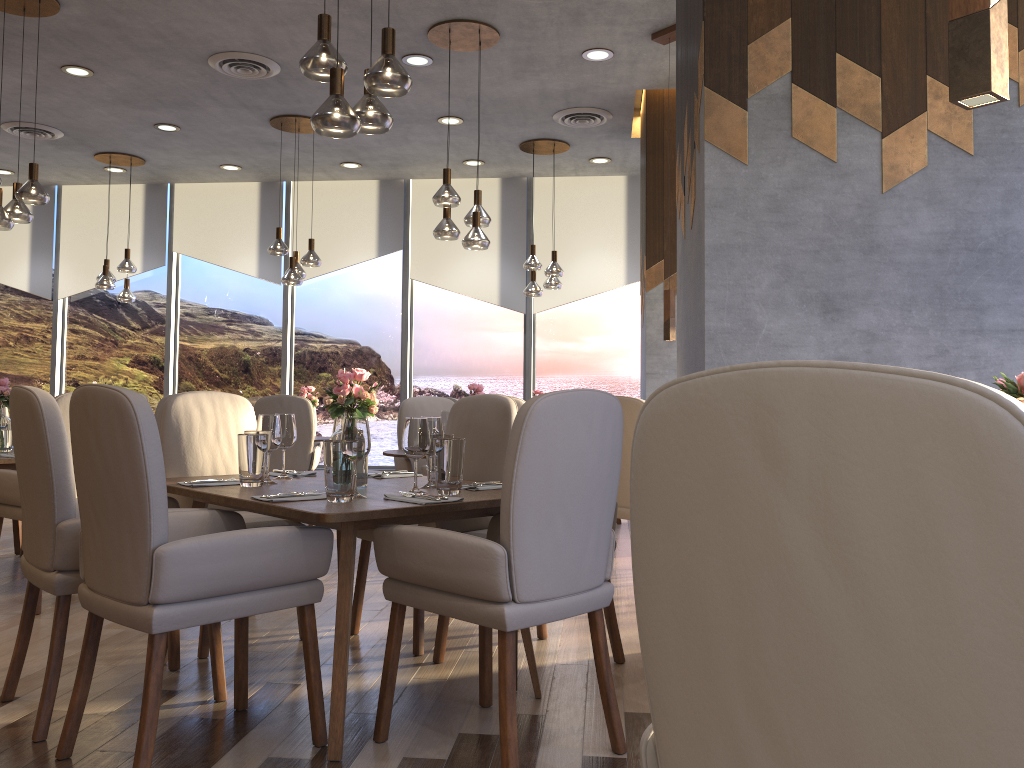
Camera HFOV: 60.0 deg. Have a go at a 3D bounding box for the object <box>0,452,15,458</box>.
[{"bbox_3d":[-2.463,0.354,4.450,0.255,0.019,0.157,0,-2,37],"label":"object"}]

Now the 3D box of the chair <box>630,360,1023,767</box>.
[{"bbox_3d":[0.448,0.486,0.918,0.599,1.002,0.528,3,-3,-41],"label":"chair"}]

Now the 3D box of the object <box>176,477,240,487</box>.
[{"bbox_3d":[-1.027,0.340,3.108,0.255,0.019,0.157,2,-2,-40],"label":"object"}]

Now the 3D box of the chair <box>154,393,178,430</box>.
[{"bbox_3d":[-2.187,0.548,5.129,0.528,1.002,0.599,-2,-4,42],"label":"chair"}]

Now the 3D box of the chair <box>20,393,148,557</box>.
[{"bbox_3d":[-2.620,0.551,5.493,0.528,1.002,0.599,-1,-3,37],"label":"chair"}]

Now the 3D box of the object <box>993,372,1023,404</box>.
[{"bbox_3d":[0.879,0.129,1.421,0.210,0.416,0.197,1,-3,-16],"label":"object"}]

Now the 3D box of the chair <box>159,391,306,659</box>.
[{"bbox_3d":[-1.171,0.528,3.674,0.528,1.002,0.599,3,-3,-41],"label":"chair"}]

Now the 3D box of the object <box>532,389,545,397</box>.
[{"bbox_3d":[0.236,0.251,7.624,0.210,0.416,0.197,-2,-4,43],"label":"object"}]

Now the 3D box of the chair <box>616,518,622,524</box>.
[{"bbox_3d":[0.539,0.616,7.142,0.528,1.002,0.599,3,-3,-40],"label":"chair"}]

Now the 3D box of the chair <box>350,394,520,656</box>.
[{"bbox_3d":[-0.303,0.537,3.734,0.528,1.002,0.599,-2,-4,44],"label":"chair"}]

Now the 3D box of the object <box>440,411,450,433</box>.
[{"bbox_3d":[-0.397,0.284,5.377,0.092,0.245,0.092,1,-3,0],"label":"object"}]

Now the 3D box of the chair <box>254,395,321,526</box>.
[{"bbox_3d":[-1.660,0.580,6.445,0.528,1.002,0.599,1,-3,-13],"label":"chair"}]

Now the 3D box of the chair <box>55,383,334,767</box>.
[{"bbox_3d":[-0.872,0.505,2.430,0.528,1.002,0.599,-2,-3,42],"label":"chair"}]

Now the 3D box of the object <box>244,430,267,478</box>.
[{"bbox_3d":[-0.963,0.266,3.355,0.102,0.179,0.102,1,-3,-13],"label":"object"}]

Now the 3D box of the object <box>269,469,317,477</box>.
[{"bbox_3d":[-0.872,0.350,3.490,0.157,0.019,0.255,2,-2,-39],"label":"object"}]

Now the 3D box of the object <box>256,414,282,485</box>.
[{"bbox_3d":[-0.861,0.230,3.131,0.092,0.245,0.092,0,-3,2],"label":"object"}]

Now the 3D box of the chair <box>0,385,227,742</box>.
[{"bbox_3d":[-1.274,0.509,2.834,0.599,1.002,0.528,3,-3,-40],"label":"chair"}]

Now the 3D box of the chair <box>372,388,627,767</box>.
[{"bbox_3d":[-0.020,0.514,2.486,0.599,1.002,0.528,-2,-4,44],"label":"chair"}]

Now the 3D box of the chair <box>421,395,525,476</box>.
[{"bbox_3d":[-0.177,0.558,4.678,0.528,1.002,0.599,1,-3,-17],"label":"chair"}]

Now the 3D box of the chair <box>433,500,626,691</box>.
[{"bbox_3d":[0.081,0.532,3.319,0.599,1.002,0.528,3,-3,-41],"label":"chair"}]

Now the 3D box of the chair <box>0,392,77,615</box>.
[{"bbox_3d":[-2.174,0.531,4.278,0.599,1.002,0.527,-1,-3,37],"label":"chair"}]

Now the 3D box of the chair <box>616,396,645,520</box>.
[{"bbox_3d":[0.735,0.562,4.468,0.599,1.002,0.528,2,-3,-37],"label":"chair"}]

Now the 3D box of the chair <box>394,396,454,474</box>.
[{"bbox_3d":[-0.499,0.578,5.793,0.528,1.002,0.599,1,-3,-18],"label":"chair"}]

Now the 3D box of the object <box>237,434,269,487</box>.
[{"bbox_3d":[-0.885,0.260,3.023,0.102,0.179,0.102,1,-3,-4],"label":"object"}]

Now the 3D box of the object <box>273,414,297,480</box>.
[{"bbox_3d":[-0.857,0.234,3.331,0.092,0.245,0.092,0,-3,8],"label":"object"}]

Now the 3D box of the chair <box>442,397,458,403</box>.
[{"bbox_3d":[-0.317,0.610,7.275,0.599,1.002,0.528,2,-3,-37],"label":"chair"}]

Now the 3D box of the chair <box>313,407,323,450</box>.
[{"bbox_3d":[-1.895,0.602,7.581,0.528,1.002,0.599,1,-3,-13],"label":"chair"}]

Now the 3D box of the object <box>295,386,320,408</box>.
[{"bbox_3d":[-1.635,0.222,7.053,0.210,0.416,0.197,2,-3,-21],"label":"object"}]

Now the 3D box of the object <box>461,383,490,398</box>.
[{"bbox_3d":[-0.217,0.200,5.359,0.210,0.416,0.197,3,-3,-36],"label":"object"}]

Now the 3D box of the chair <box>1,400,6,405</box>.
[{"bbox_3d":[-4.230,0.585,7.839,0.599,1.002,0.527,2,-3,-28],"label":"chair"}]

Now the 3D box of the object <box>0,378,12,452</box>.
[{"bbox_3d":[-2.804,0.164,4.831,0.210,0.416,0.197,3,-3,-36],"label":"object"}]
